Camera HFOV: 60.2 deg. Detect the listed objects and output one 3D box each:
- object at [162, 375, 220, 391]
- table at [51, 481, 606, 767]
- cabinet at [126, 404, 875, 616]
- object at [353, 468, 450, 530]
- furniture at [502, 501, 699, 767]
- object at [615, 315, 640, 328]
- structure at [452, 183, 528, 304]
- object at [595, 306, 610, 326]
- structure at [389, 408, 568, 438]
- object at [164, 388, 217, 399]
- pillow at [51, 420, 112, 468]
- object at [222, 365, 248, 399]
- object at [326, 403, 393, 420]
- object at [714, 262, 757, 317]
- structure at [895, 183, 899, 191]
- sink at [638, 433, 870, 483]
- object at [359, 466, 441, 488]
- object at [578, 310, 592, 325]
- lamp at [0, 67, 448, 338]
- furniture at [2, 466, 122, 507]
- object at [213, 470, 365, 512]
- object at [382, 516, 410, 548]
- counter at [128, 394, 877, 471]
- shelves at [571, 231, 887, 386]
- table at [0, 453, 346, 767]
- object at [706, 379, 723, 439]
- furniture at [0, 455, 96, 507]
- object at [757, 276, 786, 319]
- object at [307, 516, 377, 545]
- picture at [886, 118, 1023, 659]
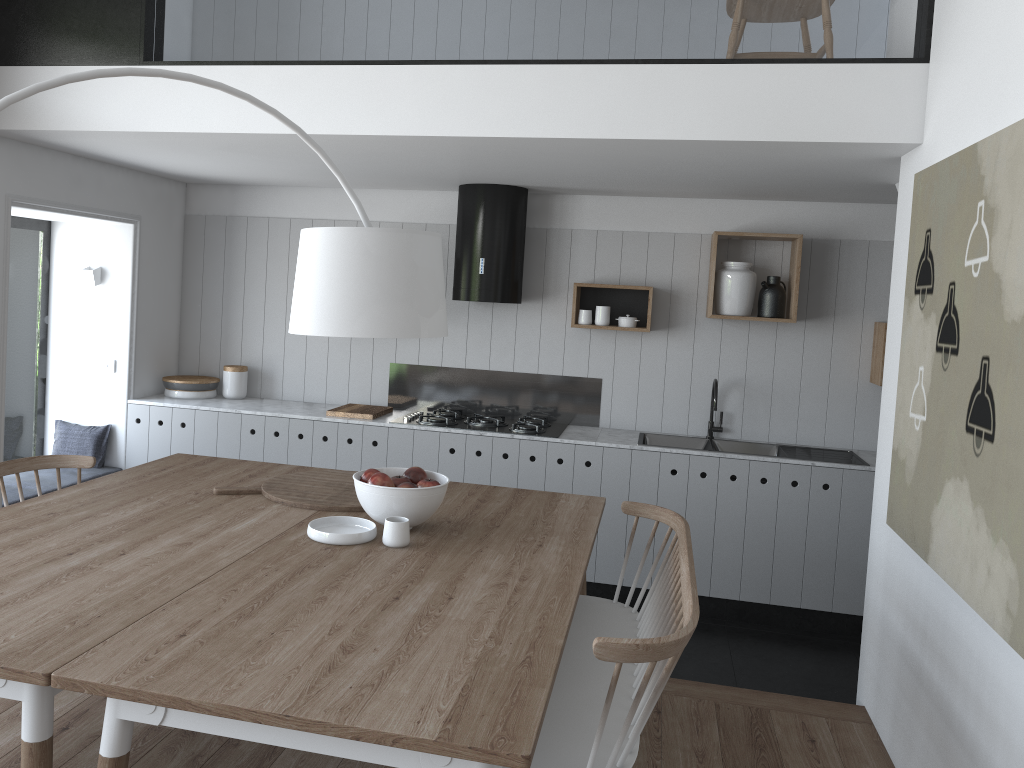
[{"bbox_3d":[-2.093,-0.005,5.764,0.351,0.065,0.370,0,7,-29],"label":"object"},{"bbox_3d":[-0.282,0.876,2.611,0.946,0.747,2.026,4,6,10],"label":"table"},{"bbox_3d":[0.627,0.727,4.793,6.194,0.746,0.010,4,3,13],"label":"cabinet"},{"bbox_3d":[-0.365,0.385,2.880,0.317,0.164,0.313,4,5,8],"label":"object"},{"bbox_3d":[0.220,0.877,2.566,0.550,0.808,1.350,4,5,10],"label":"furniture"},{"bbox_3d":[0.673,-0.367,5.141,0.127,0.073,0.110,2,5,-10],"label":"object"},{"bbox_3d":[-0.125,-0.923,5.260,0.403,0.867,0.426,1,4,-32],"label":"structure"},{"bbox_3d":[0.528,-0.395,5.145,0.087,0.115,0.085,4,4,11],"label":"object"},{"bbox_3d":[-0.182,0.214,5.249,0.994,0.048,0.549,4,6,12],"label":"structure"},{"bbox_3d":[-2.097,0.053,5.767,0.316,0.055,0.336,-2,7,-40],"label":"object"},{"bbox_3d":[-2.670,0.384,5.470,0.407,0.292,0.179,4,4,12],"label":"pillow"},{"bbox_3d":[-1.807,-0.010,5.766,0.151,0.212,0.157,2,4,-20],"label":"object"},{"bbox_3d":[-0.926,0.167,5.403,0.294,0.030,0.397,4,6,10],"label":"object"},{"bbox_3d":[1.266,-0.539,5.022,0.225,0.301,0.233,2,4,-16],"label":"object"},{"bbox_3d":[2.012,0.253,2.571,1.068,2.623,3.577,4,5,10],"label":"structure"},{"bbox_3d":[1.293,0.434,4.890,1.191,0.166,0.449,4,6,12],"label":"sink"},{"bbox_3d":[-0.364,0.365,2.874,0.245,0.167,0.243,1,6,-28],"label":"object"},{"bbox_3d":[0.428,-0.389,5.168,0.081,0.088,0.086,-1,6,-43],"label":"object"},{"bbox_3d":[-1.971,0.329,0.800,0.898,2.019,5.080,6,6,36],"label":"lamp"},{"bbox_3d":[-2.781,0.577,5.034,0.602,0.115,1.043,4,6,10],"label":"furniture"},{"bbox_3d":[-0.660,0.399,3.299,0.614,0.023,0.660,7,7,33],"label":"object"},{"bbox_3d":[-0.350,0.449,2.679,0.084,0.078,0.082,4,5,11],"label":"object"},{"bbox_3d":[0.696,0.316,5.051,6.197,0.020,0.574,4,6,13],"label":"counter"},{"bbox_3d":[0.667,-0.500,5.164,3.619,0.796,0.297,4,3,13],"label":"shelves"},{"bbox_3d":[-1.205,0.804,2.817,0.946,0.747,2.026,4,6,10],"label":"table"},{"bbox_3d":[1.172,0.157,5.044,0.091,0.373,0.287,4,4,10],"label":"object"},{"bbox_3d":[-1.718,0.747,2.802,0.550,0.808,1.350,4,5,10],"label":"furniture"},{"bbox_3d":[1.474,-0.490,4.987,0.161,0.235,0.152,4,4,9],"label":"object"},{"bbox_3d":[-0.527,0.455,2.745,0.213,0.035,0.218,2,6,-10],"label":"object"},{"bbox_3d":[1.270,-0.056,2.435,0.060,1.215,1.287,4,4,9],"label":"picture"}]
